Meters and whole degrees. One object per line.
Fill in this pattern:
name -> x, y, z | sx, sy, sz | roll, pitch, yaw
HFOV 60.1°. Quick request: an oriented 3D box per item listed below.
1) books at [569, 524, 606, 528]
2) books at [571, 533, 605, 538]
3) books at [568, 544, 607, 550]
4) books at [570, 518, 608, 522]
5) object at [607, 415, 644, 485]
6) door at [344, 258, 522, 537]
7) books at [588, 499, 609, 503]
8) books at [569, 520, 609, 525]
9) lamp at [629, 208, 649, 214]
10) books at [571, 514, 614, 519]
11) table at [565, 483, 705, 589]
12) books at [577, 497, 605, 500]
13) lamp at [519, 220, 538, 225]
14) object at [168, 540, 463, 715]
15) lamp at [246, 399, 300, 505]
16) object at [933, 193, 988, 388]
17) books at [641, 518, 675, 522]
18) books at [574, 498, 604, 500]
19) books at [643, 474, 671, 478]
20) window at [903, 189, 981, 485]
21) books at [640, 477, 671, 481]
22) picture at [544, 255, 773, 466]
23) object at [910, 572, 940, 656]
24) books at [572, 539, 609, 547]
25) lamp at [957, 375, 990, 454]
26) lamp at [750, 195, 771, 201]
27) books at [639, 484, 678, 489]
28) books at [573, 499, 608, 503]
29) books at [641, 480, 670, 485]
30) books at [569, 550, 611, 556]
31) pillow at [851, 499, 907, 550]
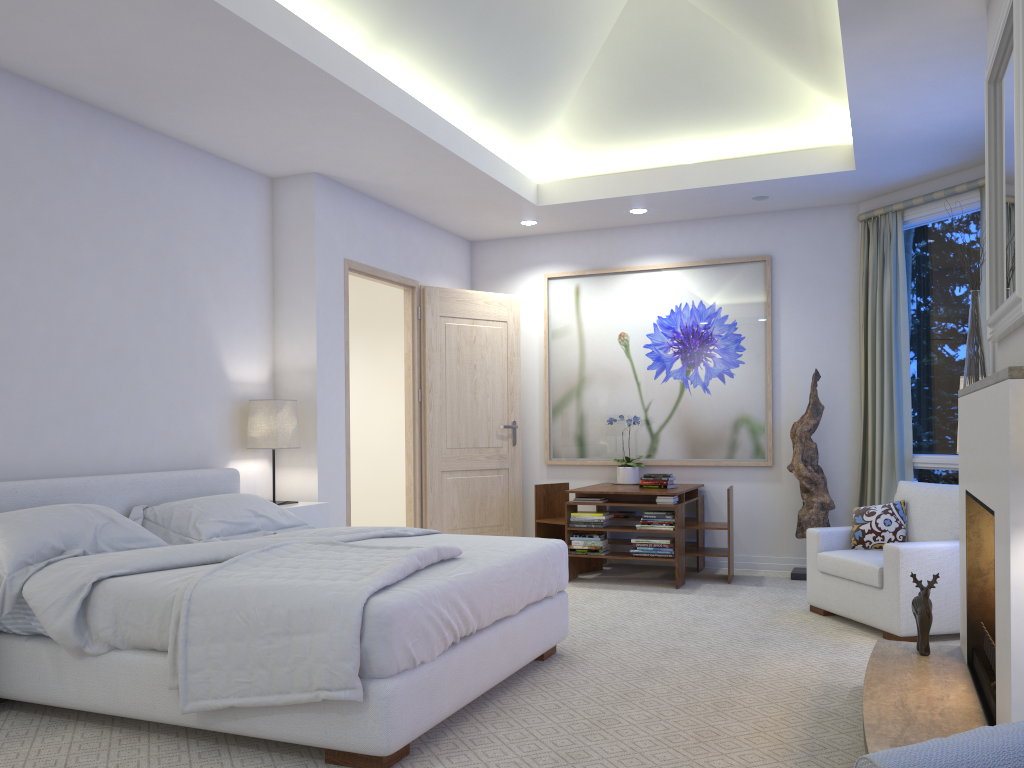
books -> 0.505, 0.928, 5.827 | 0.217, 0.020, 0.157 | -2, -3, 23
books -> 0.502, 0.995, 5.811 | 0.198, 0.017, 0.114 | -2, -3, 23
books -> 0.503, 1.064, 5.811 | 0.233, 0.022, 0.141 | -2, -3, 23
books -> 0.514, 0.889, 5.828 | 0.222, 0.020, 0.154 | -2, -3, 23
object -> 0.823, 0.475, 6.427 | 0.305, 0.504, 0.216 | -1, 0, 23
door -> -0.594, 0.298, 6.162 | 0.360, 2.055, 1.783 | -1, -1, 40
books -> 0.519, 0.766, 5.822 | 0.201, 0.015, 0.140 | -2, -3, 23
books -> 0.508, 0.908, 5.824 | 0.234, 0.019, 0.143 | -2, -3, 23
lamp -> 0.871, -1.184, 6.095 | 0.137, 0.014, 0.137 | 0, -3, -5
books -> 0.532, 0.871, 5.831 | 0.239, 0.019, 0.173 | -2, -3, 28
table -> 0.863, 1.007, 6.065 | 0.740, 0.600, 0.901 | -1, -2, 23
books -> 0.510, 0.755, 5.832 | 0.177, 0.009, 0.113 | -2, -3, 23
lamp -> 0.122, -1.161, 6.409 | 0.137, 0.014, 0.137 | 0, -3, -5
object -> -0.631, 0.806, 3.050 | 0.718, 0.466, 0.914 | -1, -2, 19
lamp -> -1.332, 0.379, 4.951 | 0.210, 0.583, 0.210 | -1, 0, 23
object -> 1.602, -0.331, 3.143 | 0.193, 0.693, 0.189 | 0, 0, -39
books -> 0.948, 0.863, 5.655 | 0.218, 0.017, 0.137 | -2, -3, 23
books -> 0.510, 0.755, 5.832 | 0.174, 0.008, 0.111 | -2, -3, 23
books -> 0.986, 0.618, 5.973 | 0.180, 0.018, 0.125 | -1, -3, 18
window -> 1.493, -0.228, 2.624 | 0.814, 2.024, 6.850 | -1, -3, 23
books -> 0.986, 0.637, 5.975 | 0.205, 0.020, 0.124 | -2, -3, 33
picture -> 1.029, -0.137, 6.473 | 1.681, 1.460, 0.030 | -1, 0, 23
object -> 1.486, 0.829, 3.204 | 0.096, 0.307, 0.180 | -1, -1, 9
books -> 0.513, 1.036, 5.805 | 0.208, 0.036, 0.144 | -2, -3, 23
lamp -> 2.335, 0.593, 4.160 | 0.276, 1.205, 1.529 | -1, -1, 35
lamp -> 1.622, -1.208, 5.780 | 0.137, 0.014, 0.137 | 0, -3, -5
books -> 0.991, 0.689, 5.982 | 0.212, 0.027, 0.154 | -3, -4, 38
books -> 0.519, 0.766, 5.822 | 0.201, 0.014, 0.136 | -2, -3, 23
books -> 0.982, 0.661, 5.977 | 0.190, 0.031, 0.132 | -2, -3, 28
books -> 0.513, 1.103, 5.818 | 0.243, 0.019, 0.168 | -2, -3, 23
pillow -> 1.940, 0.744, 4.682 | 0.285, 0.272, 0.187 | -1, -1, 32
